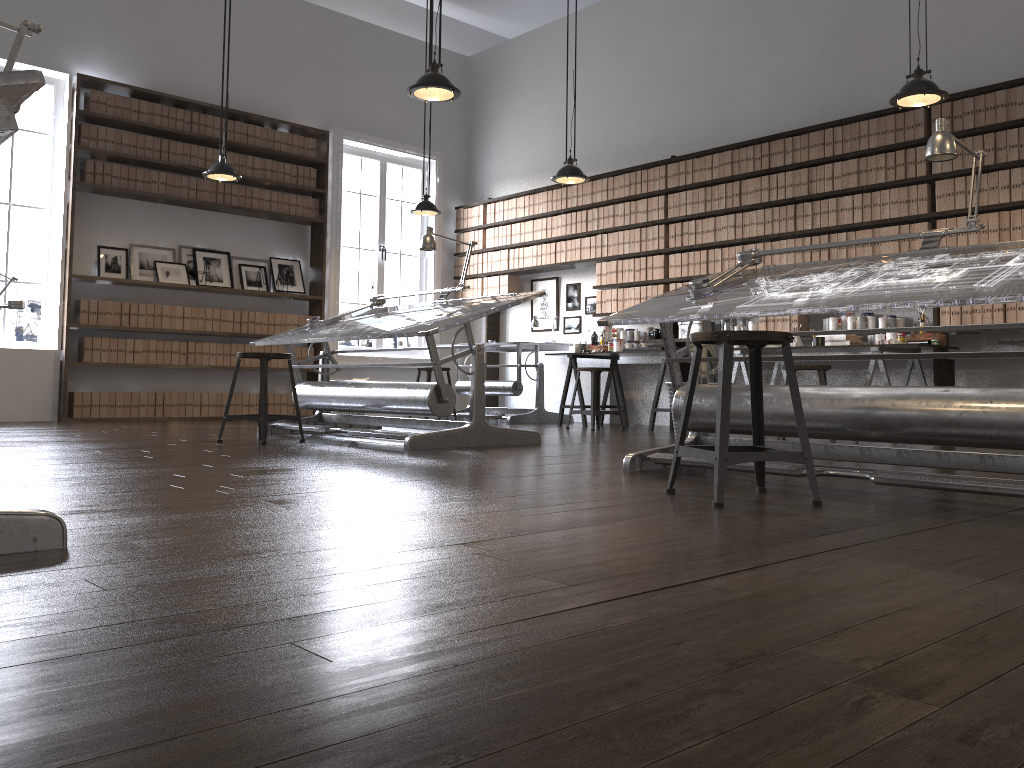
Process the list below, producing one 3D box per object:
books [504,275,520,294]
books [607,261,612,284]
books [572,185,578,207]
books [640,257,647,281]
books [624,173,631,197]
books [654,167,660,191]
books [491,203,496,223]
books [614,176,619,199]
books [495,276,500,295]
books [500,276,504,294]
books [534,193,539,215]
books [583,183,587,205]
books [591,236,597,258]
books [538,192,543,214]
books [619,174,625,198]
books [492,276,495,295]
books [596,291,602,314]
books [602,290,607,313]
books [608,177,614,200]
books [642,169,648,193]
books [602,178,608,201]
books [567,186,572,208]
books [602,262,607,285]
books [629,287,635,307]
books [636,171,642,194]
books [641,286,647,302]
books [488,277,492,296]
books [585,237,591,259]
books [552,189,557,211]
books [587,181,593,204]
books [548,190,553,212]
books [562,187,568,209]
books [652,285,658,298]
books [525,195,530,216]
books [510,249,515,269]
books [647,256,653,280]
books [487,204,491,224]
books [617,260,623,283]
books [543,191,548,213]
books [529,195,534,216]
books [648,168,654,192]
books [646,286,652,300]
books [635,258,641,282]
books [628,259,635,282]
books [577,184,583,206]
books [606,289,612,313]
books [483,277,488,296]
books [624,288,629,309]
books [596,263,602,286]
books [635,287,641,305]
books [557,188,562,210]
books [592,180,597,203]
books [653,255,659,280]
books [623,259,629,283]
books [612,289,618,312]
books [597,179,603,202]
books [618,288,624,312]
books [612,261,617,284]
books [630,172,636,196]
[{"bbox_3d":[-0.003,-1.073,9.691,0.174,0.226,0.066,3,-4,-42],"label":"books"},{"bbox_3d":[0.999,-1.064,8.579,0.174,0.226,0.066,3,-4,-42],"label":"books"},{"bbox_3d":[0.693,-1.890,8.975,0.174,0.226,0.066,3,-4,-42],"label":"books"},{"bbox_3d":[1.279,-1.061,8.263,0.174,0.226,0.067,3,-4,-42],"label":"books"},{"bbox_3d":[1.155,-1.886,8.458,0.174,0.226,0.066,3,-4,-42],"label":"books"},{"bbox_3d":[1.392,-1.883,8.201,0.174,0.226,0.066,3,-4,-42],"label":"books"},{"bbox_3d":[-0.152,-1.898,9.910,0.174,0.226,0.067,3,-4,-42],"label":"books"},{"bbox_3d":[1.066,-1.886,8.569,0.174,0.226,0.066,3,-4,-42],"label":"books"},{"bbox_3d":[-0.100,-1.074,9.791,0.174,0.226,0.067,3,-4,-42],"label":"books"},{"bbox_3d":[-0.048,-1.074,9.744,0.174,0.226,0.066,3,-4,-42],"label":"books"},{"bbox_3d":[0.320,-1.894,9.397,0.174,0.226,0.066,3,-4,-42],"label":"books"},{"bbox_3d":[0.791,-1.889,8.872,0.174,0.226,0.066,3,-4,-42],"label":"books"},{"bbox_3d":[0.860,-1.336,8.748,0.174,0.226,0.067,3,-4,-42],"label":"books"},{"bbox_3d":[0.363,-1.893,9.342,0.174,0.226,0.066,3,-4,-42],"label":"books"},{"bbox_3d":[1.109,-1.886,8.514,0.174,0.226,0.066,3,-4,-42],"label":"books"},{"bbox_3d":[-0.141,-1.074,9.844,0.174,0.226,0.066,3,-4,-42],"label":"books"},{"bbox_3d":[0.906,-0.793,8.655,0.174,0.226,0.067,3,-4,-42],"label":"books"},{"bbox_3d":[0.954,-0.793,8.609,0.174,0.226,0.066,3,-4,-42],"label":"books"},{"bbox_3d":[1.017,-1.887,8.619,0.174,0.226,0.066,3,-4,-42],"label":"books"},{"bbox_3d":[1.300,-1.884,8.306,0.174,0.226,0.066,3,-4,-42],"label":"books"},{"bbox_3d":[0.968,-1.887,8.669,0.174,0.226,0.067,3,-4,-42],"label":"books"},{"bbox_3d":[0.649,-1.890,9.031,0.174,0.226,0.066,3,-4,-42],"label":"books"},{"bbox_3d":[0.956,-1.064,8.624,0.174,0.226,0.066,3,-4,-42],"label":"books"},{"bbox_3d":[1.184,-0.791,8.352,0.174,0.226,0.066,3,-4,-42],"label":"books"},{"bbox_3d":[1.249,-1.885,8.361,0.174,0.226,0.066,3,-4,-42],"label":"books"},{"bbox_3d":[1.278,-0.790,8.242,0.174,0.226,0.067,3,-4,-42],"label":"books"},{"bbox_3d":[-0.184,-1.075,9.889,0.174,0.226,0.066,3,-4,-42],"label":"books"},{"bbox_3d":[0.813,-1.336,8.803,0.174,0.226,0.066,3,-4,-42],"label":"books"},{"bbox_3d":[0.503,-1.892,9.188,0.174,0.226,0.066,3,-4,-42],"label":"books"},{"bbox_3d":[0.831,-1.889,8.818,0.174,0.226,0.067,3,-4,-42],"label":"books"},{"bbox_3d":[0.458,-1.892,9.232,0.174,0.226,0.067,3,-4,-42],"label":"books"},{"bbox_3d":[0.594,-1.891,9.083,0.174,0.226,0.067,3,-4,-42],"label":"books"},{"bbox_3d":[1.370,-0.789,8.151,0.174,0.226,0.066,3,-4,-42],"label":"books"},{"bbox_3d":[0.221,-1.895,9.497,0.174,0.226,0.067,3,-4,-42],"label":"books"},{"bbox_3d":[0.060,-1.343,9.638,0.174,0.226,0.066,3,-4,-42],"label":"books"},{"bbox_3d":[1.333,-1.060,8.212,0.174,0.226,0.066,3,-4,-42],"label":"books"},{"bbox_3d":[-0.197,-1.898,9.969,0.174,0.226,0.066,3,-4,-42],"label":"books"},{"bbox_3d":[1.090,-1.063,8.480,0.174,0.226,0.066,3,-4,-42],"label":"books"},{"bbox_3d":[0.409,-1.893,9.286,0.174,0.226,0.066,3,-4,-42],"label":"books"},{"bbox_3d":[0.271,-1.894,9.447,0.174,0.226,0.066,3,-4,-42],"label":"books"},{"bbox_3d":[1.348,-1.884,8.255,0.174,0.226,0.066,3,-4,-42],"label":"books"},{"bbox_3d":[1.324,-0.790,8.198,0.174,0.226,0.066,3,-4,-42],"label":"books"},{"bbox_3d":[1.233,-1.061,8.322,0.174,0.226,0.066,3,-4,-42],"label":"books"},{"bbox_3d":[1.182,-1.062,8.372,0.174,0.226,0.066,3,-4,-42],"label":"books"},{"bbox_3d":[0.743,-1.890,8.925,0.174,0.226,0.066,3,-4,-42],"label":"books"},{"bbox_3d":[0.995,-0.793,8.561,0.174,0.226,0.066,3,-4,-42],"label":"books"},{"bbox_3d":[-0.234,-1.075,9.942,0.174,0.226,0.067,3,-4,-42],"label":"books"},{"bbox_3d":[1.140,-0.791,8.406,0.174,0.226,0.066,3,-4,-42],"label":"books"},{"bbox_3d":[0.906,-1.065,8.677,0.174,0.226,0.067,3,-4,-42],"label":"books"},{"bbox_3d":[1.230,-0.790,8.296,0.174,0.226,0.066,3,-4,-42],"label":"books"},{"bbox_3d":[0.549,-1.891,9.141,0.174,0.226,0.066,3,-4,-42],"label":"books"},{"bbox_3d":[0.880,-1.888,8.772,0.174,0.226,0.066,3,-4,-42],"label":"books"},{"bbox_3d":[1.382,-1.060,8.154,0.174,0.226,0.066,3,-4,-42],"label":"books"},{"bbox_3d":[1.138,-1.062,8.427,0.174,0.226,0.066,3,-4,-42],"label":"books"},{"bbox_3d":[1.042,-0.792,8.506,0.174,0.226,0.067,3,-4,-42],"label":"books"},{"bbox_3d":[0.920,-1.888,8.724,0.174,0.226,0.066,3,-4,-42],"label":"books"},{"bbox_3d":[1.092,-0.792,8.457,0.174,0.226,0.066,3,-4,-42],"label":"books"},{"bbox_3d":[1.041,-1.063,8.526,0.174,0.226,0.067,3,-4,-42],"label":"books"},{"bbox_3d":[1.204,-1.885,8.405,0.174,0.226,0.067,3,-4,-42],"label":"books"}]
